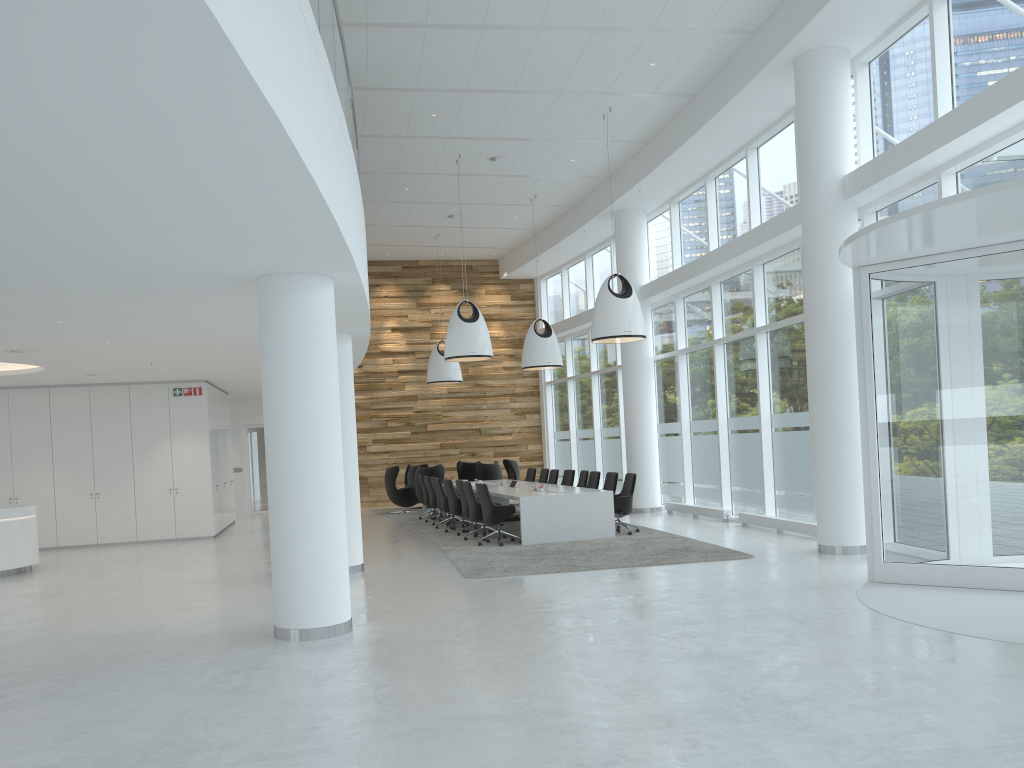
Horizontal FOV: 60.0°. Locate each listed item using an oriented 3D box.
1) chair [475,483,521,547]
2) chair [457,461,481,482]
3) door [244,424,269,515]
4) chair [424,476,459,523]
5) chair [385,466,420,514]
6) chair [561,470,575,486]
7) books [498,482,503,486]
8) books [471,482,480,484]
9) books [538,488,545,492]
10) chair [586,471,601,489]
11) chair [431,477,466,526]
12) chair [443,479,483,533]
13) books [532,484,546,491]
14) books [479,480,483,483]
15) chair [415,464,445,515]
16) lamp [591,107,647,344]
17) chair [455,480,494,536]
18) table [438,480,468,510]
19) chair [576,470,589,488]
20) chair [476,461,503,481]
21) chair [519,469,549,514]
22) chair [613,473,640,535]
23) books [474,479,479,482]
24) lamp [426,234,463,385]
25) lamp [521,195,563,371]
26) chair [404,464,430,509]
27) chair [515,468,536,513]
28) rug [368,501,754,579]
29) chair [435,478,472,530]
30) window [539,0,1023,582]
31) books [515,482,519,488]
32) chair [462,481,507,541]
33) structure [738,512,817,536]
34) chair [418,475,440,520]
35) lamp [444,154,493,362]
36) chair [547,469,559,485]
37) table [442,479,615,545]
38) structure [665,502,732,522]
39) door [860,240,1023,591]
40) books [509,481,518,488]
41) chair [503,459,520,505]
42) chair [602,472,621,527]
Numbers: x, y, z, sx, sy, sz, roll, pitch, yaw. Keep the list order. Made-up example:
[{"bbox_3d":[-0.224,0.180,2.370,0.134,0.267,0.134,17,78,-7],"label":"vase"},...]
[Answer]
[{"bbox_3d":[-0.225,2.000,13.712,0.673,0.966,0.687,-3,-1,-20],"label":"chair"},{"bbox_3d":[-1.152,2.547,22.789,0.914,1.152,0.918,-3,-1,5],"label":"chair"},{"bbox_3d":[-6.158,2.243,23.657,1.804,2.401,0.132,-3,0,-12],"label":"door"},{"bbox_3d":[-1.488,2.366,18.334,0.673,0.966,0.686,-3,-1,-15],"label":"chair"},{"bbox_3d":[-2.590,2.529,21.360,0.916,1.152,0.916,-2,-1,-25],"label":"chair"},{"bbox_3d":[0.932,2.178,17.384,0.673,0.966,0.687,-3,-1,-20],"label":"chair"},{"bbox_3d":[-0.182,2.015,17.232,0.153,0.238,0.191,-3,-1,-15],"label":"books"},{"bbox_3d":[-0.783,2.082,18.612,0.224,0.026,0.264,-3,-4,-5],"label":"books"},{"bbox_3d":[0.524,1.817,14.547,0.143,0.226,0.204,-3,-2,-16],"label":"books"},{"bbox_3d":[1.286,2.062,15.878,0.673,0.966,0.686,-3,-1,-15],"label":"chair"},{"bbox_3d":[-1.269,2.304,17.545,0.673,0.966,0.686,-3,-1,-15],"label":"chair"},{"bbox_3d":[-0.915,2.187,16.039,0.673,0.966,0.687,-3,-1,-20],"label":"chair"},{"bbox_3d":[0.459,1.842,15.042,0.231,0.275,0.597,-3,-3,5],"label":"books"},{"bbox_3d":[-0.627,2.158,18.934,0.139,0.223,0.162,-3,-1,-15],"label":"books"},{"bbox_3d":[-1.788,2.434,20.548,0.914,1.152,0.918,-3,-1,5],"label":"chair"},{"bbox_3d":[1.590,-2.504,13.985,0.885,3.647,0.882,-3,0,31],"label":"lamp"},{"bbox_3d":[-0.646,2.128,15.348,0.673,0.966,0.686,-3,-1,-15],"label":"chair"},{"bbox_3d":[-1.453,2.712,21.648,0.799,0.696,0.800,-3,-2,10],"label":"table"},{"bbox_3d":[1.151,2.118,16.630,0.673,0.966,0.686,-3,-1,-10],"label":"chair"},{"bbox_3d":[-0.638,2.392,20.824,0.919,1.152,0.913,-4,-2,35],"label":"chair"},{"bbox_3d":[0.498,2.298,18.873,0.673,0.966,0.686,-3,-1,-15],"label":"chair"},{"bbox_3d":[1.710,1.937,14.301,0.673,0.966,0.686,-3,-1,-10],"label":"chair"},{"bbox_3d":[-0.720,2.177,19.259,0.153,0.241,0.183,-3,-1,-15],"label":"books"},{"bbox_3d":[-1.735,-1.834,21.620,0.885,3.647,0.883,-3,0,24],"label":"lamp"},{"bbox_3d":[0.545,-2.143,18.700,0.885,3.647,0.882,-3,0,28],"label":"lamp"},{"bbox_3d":[-2.277,2.586,22.489,0.919,1.152,0.913,-4,-2,35],"label":"chair"},{"bbox_3d":[0.242,2.366,19.711,0.673,0.966,0.687,-3,-1,-20],"label":"chair"},{"bbox_3d":[-0.188,2.701,17.009,3.936,0.010,13.477,-2,-4,-14],"label":"rug"},{"bbox_3d":[-1.134,2.248,16.793,0.673,0.966,0.686,-3,-1,-10],"label":"chair"},{"bbox_3d":[-17.708,0.516,16.715,62.998,6.138,30.816,-5,-4,25],"label":"window"},{"bbox_3d":[0.013,1.982,16.935,0.158,0.241,0.353,-3,-2,-15],"label":"books"},{"bbox_3d":[-0.481,2.067,14.550,0.673,0.966,0.686,-3,-1,-15],"label":"chair"},{"bbox_3d":[4.073,2.140,13.399,0.150,0.213,2.695,-3,-4,-10],"label":"structure"},{"bbox_3d":[-1.693,2.428,19.122,0.673,0.966,0.686,-3,-1,-10],"label":"chair"},{"bbox_3d":[-0.866,-2.256,15.825,0.885,3.647,0.882,-3,0,30],"label":"lamp"},{"bbox_3d":[0.663,2.237,18.075,0.673,0.966,0.686,-3,-1,-15],"label":"chair"},{"bbox_3d":[0.027,2.300,16.719,1.499,0.739,6.571,-2,-4,-15],"label":"table"},{"bbox_3d":[3.439,2.376,16.512,0.150,0.213,2.695,-3,-4,-13],"label":"structure"},{"bbox_3d":[5.125,0.234,7.452,2.995,3.109,3.001,-3,-2,-5],"label":"door"},{"bbox_3d":[0.001,1.963,16.912,0.139,0.229,0.357,-3,-3,-15],"label":"books"},{"bbox_3d":[-0.259,2.449,22.004,0.916,1.152,0.916,-2,-1,-25],"label":"chair"},{"bbox_3d":[1.505,1.999,15.089,0.673,0.966,0.686,-3,-1,-15],"label":"chair"}]
